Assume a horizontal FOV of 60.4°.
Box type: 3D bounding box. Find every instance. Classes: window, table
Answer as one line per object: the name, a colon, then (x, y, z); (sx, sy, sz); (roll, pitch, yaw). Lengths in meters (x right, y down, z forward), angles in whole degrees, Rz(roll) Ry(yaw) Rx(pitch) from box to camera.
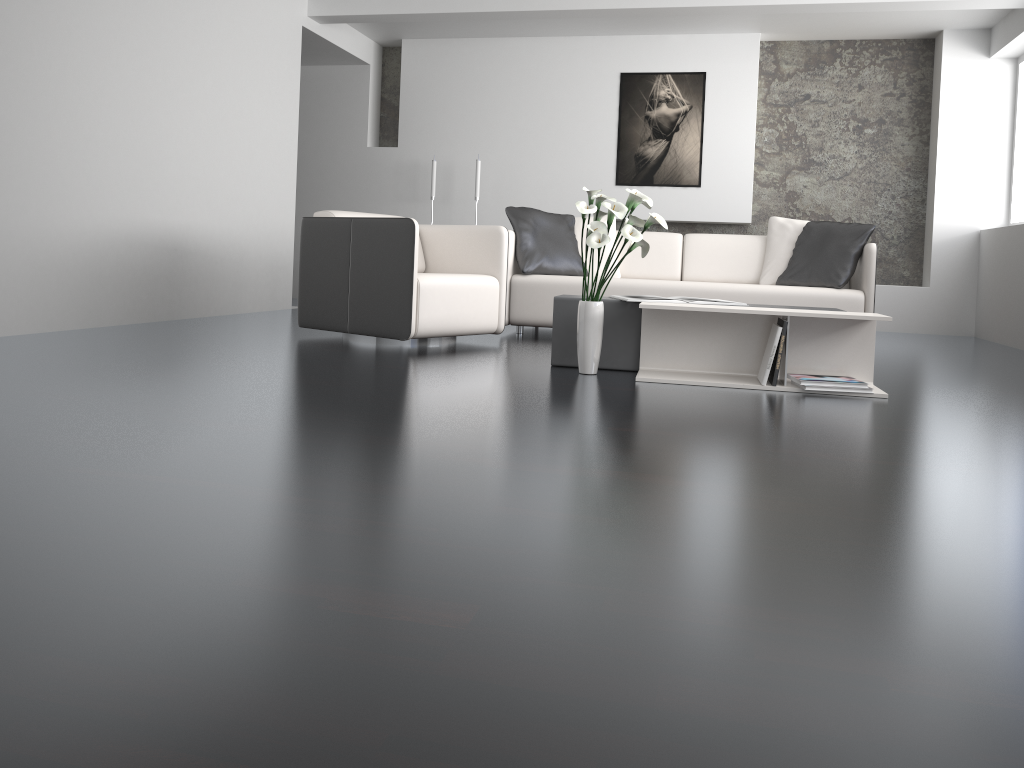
window: (3.161, -1.410, 3.198); (0.110, 1.419, 8.114); (3, 8, 13)
table: (0.827, -0.214, 3.998); (1.259, 0.313, 0.300); (4, 5, 11)
table: (1.014, -0.154, 3.636); (0.969, 0.313, 0.300); (4, 5, 11)

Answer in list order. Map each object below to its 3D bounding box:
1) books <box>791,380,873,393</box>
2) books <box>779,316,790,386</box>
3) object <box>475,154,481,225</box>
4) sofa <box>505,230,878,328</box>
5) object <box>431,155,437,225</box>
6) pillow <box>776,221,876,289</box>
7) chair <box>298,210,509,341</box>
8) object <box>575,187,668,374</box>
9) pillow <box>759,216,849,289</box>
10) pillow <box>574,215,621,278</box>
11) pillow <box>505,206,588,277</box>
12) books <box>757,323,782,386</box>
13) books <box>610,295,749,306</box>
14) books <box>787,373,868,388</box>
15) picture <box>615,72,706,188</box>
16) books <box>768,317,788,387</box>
books: (1.277, 0.006, 3.522); (0.263, 0.017, 0.215); (3, 8, 3)
books: (1.114, -0.145, 3.603); (0.007, 0.282, 0.206); (3, 4, 11)
object: (-0.325, -1.350, 7.846); (0.180, 1.389, 0.180); (3, 1, 13)
sofa: (1.116, -0.675, 5.791); (2.241, 0.657, 0.926); (4, 6, 11)
object: (-0.736, -1.397, 8.050); (0.180, 1.389, 0.180); (3, 1, 13)
pillow: (1.964, -0.805, 5.471); (0.333, 0.434, 0.556); (0, 6, -31)
chair: (-0.617, -0.624, 4.916); (0.924, 0.658, 0.769); (7, 7, 38)
object: (0.425, -0.429, 3.693); (0.378, 0.793, 0.449); (2, 3, -4)
pillow: (1.931, -0.842, 5.745); (0.588, 0.505, 0.300); (4, 3, 17)
pillow: (0.449, -0.926, 6.021); (0.585, 0.497, 0.325); (3, 3, 3)
pillow: (0.244, -0.933, 5.789); (0.565, 0.447, 0.279); (-1, 5, -33)
books: (1.051, -0.124, 3.594); (0.069, 0.237, 0.228); (3, 5, 11)
books: (0.747, -0.385, 4.012); (0.548, 0.017, 0.362); (1, 8, -7)
books: (1.264, -0.014, 3.542); (0.263, 0.017, 0.229); (3, 8, 3)
picture: (1.306, -2.241, 7.753); (0.747, 1.000, 0.004); (3, 1, 13)
books: (1.082, -0.135, 3.590); (0.050, 0.262, 0.235); (3, 4, 11)
